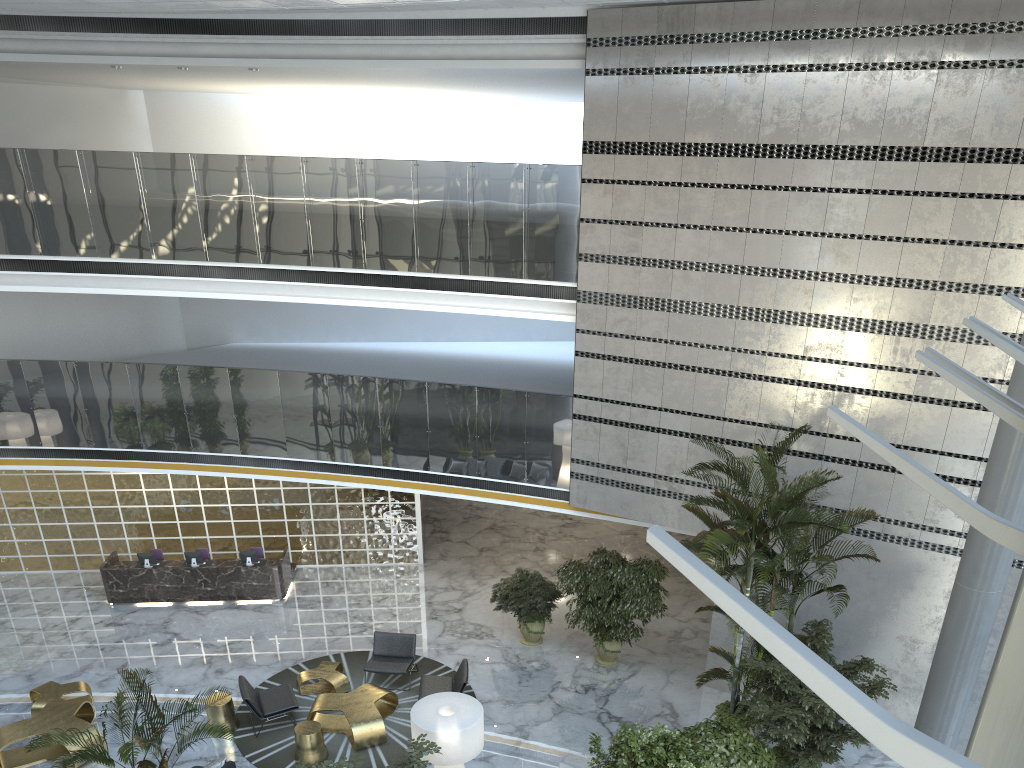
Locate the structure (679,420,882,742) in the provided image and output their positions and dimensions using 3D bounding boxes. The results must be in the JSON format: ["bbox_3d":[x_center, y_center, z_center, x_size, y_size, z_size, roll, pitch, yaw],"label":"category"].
[{"bbox_3d":[3.066,2.830,11.047,2.287,5.174,2.423,18,29,35],"label":"structure"}]

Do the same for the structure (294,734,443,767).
[{"bbox_3d":[-1.152,4.696,8.401,2.279,2.595,2.059,8,22,18],"label":"structure"}]

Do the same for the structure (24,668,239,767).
[{"bbox_3d":[-3.237,4.124,7.920,1.196,3.841,1.292,8,25,17],"label":"structure"}]

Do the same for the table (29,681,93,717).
[{"bbox_3d":[-6.611,4.615,12.570,0.795,0.324,0.835,-7,18,-28],"label":"table"}]

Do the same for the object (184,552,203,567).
[{"bbox_3d":[-5.745,3.168,15.471,0.292,0.327,0.101,-1,24,-5],"label":"object"}]

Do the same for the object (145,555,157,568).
[{"bbox_3d":[-6.555,3.166,15.383,0.292,0.327,0.101,-1,24,-5],"label":"object"}]

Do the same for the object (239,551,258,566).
[{"bbox_3d":[-4.785,3.170,15.576,0.292,0.327,0.101,-1,24,-5],"label":"object"}]

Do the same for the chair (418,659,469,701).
[{"bbox_3d":[-1.002,4.515,12.670,0.729,0.747,0.649,0,21,-3],"label":"chair"}]

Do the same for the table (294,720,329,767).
[{"bbox_3d":[-2.728,4.846,11.571,0.431,0.553,0.408,8,23,18],"label":"table"}]

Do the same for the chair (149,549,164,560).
[{"bbox_3d":[-6.590,3.388,15.871,0.258,0.651,0.307,-2,23,-5],"label":"chair"}]

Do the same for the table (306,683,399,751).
[{"bbox_3d":[-2.204,4.743,12.233,1.364,0.445,1.075,-6,18,-27],"label":"table"}]

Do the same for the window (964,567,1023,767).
[{"bbox_3d":[-2.436,0.115,9.100,13.277,11.218,17.184,-17,25,-42],"label":"window"}]

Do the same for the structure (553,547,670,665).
[{"bbox_3d":[1.588,3.605,13.720,1.630,2.197,1.821,-10,23,-25],"label":"structure"}]

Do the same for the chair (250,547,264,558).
[{"bbox_3d":[-4.781,3.392,16.067,0.258,0.651,0.307,-2,23,-5],"label":"chair"}]

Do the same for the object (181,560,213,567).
[{"bbox_3d":[-5.741,3.303,15.602,0.513,0.005,0.373,0,15,-6],"label":"object"}]

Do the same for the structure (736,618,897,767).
[{"bbox_3d":[3.676,4.249,10.767,1.820,2.553,1.712,7,23,16],"label":"structure"}]

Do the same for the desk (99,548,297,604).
[{"bbox_3d":[-5.808,3.473,16.161,3.168,0.792,1.430,0,17,-6],"label":"desk"}]

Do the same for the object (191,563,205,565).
[{"bbox_3d":[-5.739,3.280,15.657,0.265,0.012,0.064,0,15,-6],"label":"object"}]

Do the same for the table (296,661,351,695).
[{"bbox_3d":[-2.871,4.538,13.235,0.855,0.303,0.681,3,16,7],"label":"table"}]

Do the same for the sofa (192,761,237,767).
[{"bbox_3d":[-4.698,5.016,10.324,1.921,0.787,1.814,9,18,25],"label":"sofa"}]

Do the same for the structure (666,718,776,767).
[{"bbox_3d":[2.336,4.746,10.199,1.587,1.794,1.293,1,22,0],"label":"structure"}]

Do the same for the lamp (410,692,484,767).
[{"bbox_3d":[-0.750,4.604,10.258,0.820,1.856,0.769,-18,30,-36],"label":"lamp"}]

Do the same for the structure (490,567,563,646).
[{"bbox_3d":[0.278,3.742,14.456,1.170,1.478,1.080,-19,29,-41],"label":"structure"}]

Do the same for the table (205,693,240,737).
[{"bbox_3d":[-4.125,4.677,12.153,0.424,0.553,0.415,12,24,26],"label":"table"}]

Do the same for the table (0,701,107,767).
[{"bbox_3d":[-6.171,4.786,11.641,1.217,0.475,1.377,10,18,26],"label":"table"}]

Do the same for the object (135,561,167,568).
[{"bbox_3d":[-6.551,3.301,15.514,0.513,0.005,0.373,0,15,-6],"label":"object"}]

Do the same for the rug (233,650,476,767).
[{"bbox_3d":[-2.286,4.849,12.742,3.539,0.021,3.204,2,14,0],"label":"rug"}]

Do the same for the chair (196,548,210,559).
[{"bbox_3d":[-5.763,3.390,15.960,0.258,0.651,0.307,-2,23,-5],"label":"chair"}]

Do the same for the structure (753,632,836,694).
[{"bbox_3d":[4.005,4.308,12.239,1.136,1.719,1.249,-5,22,-15],"label":"structure"}]

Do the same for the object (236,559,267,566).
[{"bbox_3d":[-4.782,3.305,15.706,0.513,0.005,0.373,0,15,-6],"label":"object"}]

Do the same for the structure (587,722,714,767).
[{"bbox_3d":[1.480,4.646,9.716,1.237,2.187,1.243,-13,26,-29],"label":"structure"}]

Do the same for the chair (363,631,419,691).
[{"bbox_3d":[-1.883,4.314,13.346,0.718,0.747,0.660,3,21,6],"label":"chair"}]

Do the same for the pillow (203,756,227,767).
[{"bbox_3d":[-3.707,4.784,10.444,0.282,0.445,0.581,15,23,31],"label":"pillow"}]

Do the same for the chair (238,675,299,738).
[{"bbox_3d":[-3.470,4.548,12.255,0.728,0.747,0.650,-7,22,-22],"label":"chair"}]
